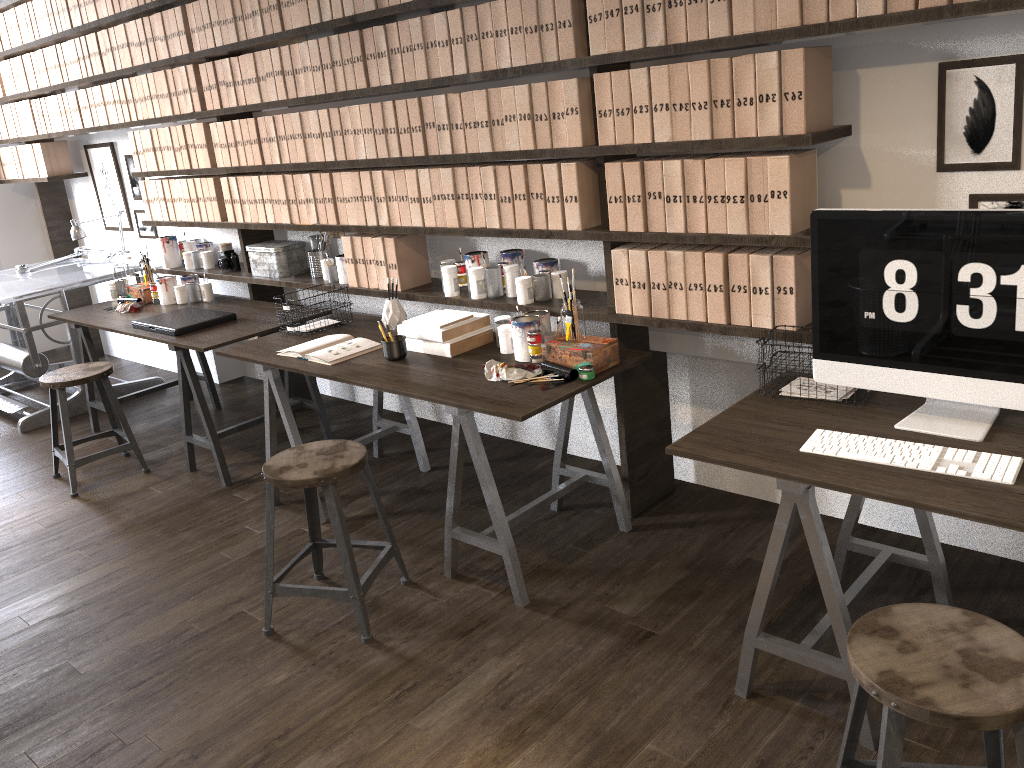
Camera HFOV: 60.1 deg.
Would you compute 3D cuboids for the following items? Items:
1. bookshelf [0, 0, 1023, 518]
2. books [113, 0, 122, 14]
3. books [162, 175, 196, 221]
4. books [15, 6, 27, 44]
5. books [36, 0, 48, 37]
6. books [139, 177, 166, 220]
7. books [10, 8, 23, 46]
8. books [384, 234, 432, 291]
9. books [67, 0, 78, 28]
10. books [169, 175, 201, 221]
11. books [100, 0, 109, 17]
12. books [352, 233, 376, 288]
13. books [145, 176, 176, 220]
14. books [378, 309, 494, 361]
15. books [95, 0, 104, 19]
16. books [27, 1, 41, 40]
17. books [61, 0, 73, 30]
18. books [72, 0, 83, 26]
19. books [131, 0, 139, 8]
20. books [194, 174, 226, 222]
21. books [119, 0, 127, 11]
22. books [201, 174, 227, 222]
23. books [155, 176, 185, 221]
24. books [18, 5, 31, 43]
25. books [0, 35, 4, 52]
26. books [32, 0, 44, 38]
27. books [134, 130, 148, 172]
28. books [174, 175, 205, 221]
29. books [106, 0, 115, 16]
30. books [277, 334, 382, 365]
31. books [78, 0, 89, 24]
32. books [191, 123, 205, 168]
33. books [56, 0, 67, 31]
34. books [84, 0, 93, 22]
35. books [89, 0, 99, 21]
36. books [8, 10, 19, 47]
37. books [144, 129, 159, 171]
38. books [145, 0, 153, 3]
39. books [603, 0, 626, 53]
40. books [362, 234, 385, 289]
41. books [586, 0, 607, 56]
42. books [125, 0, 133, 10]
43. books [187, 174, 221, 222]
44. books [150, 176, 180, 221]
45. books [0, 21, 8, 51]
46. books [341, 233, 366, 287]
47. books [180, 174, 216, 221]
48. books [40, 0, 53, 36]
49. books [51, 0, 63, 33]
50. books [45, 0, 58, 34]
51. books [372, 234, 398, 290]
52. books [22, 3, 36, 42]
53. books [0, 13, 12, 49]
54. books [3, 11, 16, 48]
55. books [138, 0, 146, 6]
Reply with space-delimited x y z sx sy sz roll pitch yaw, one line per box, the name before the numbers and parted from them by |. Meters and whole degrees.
bookshelf | -0.216 -0.487 3.648 9.213 3.165 0.377 10 22 42
books | -2.023 -2.077 4.685 0.067 0.223 0.176 8 21 42
books | -1.808 -1.024 4.878 0.067 0.223 0.176 8 21 42
books | -2.996 -2.254 5.569 0.067 0.222 0.176 8 21 42
books | -2.743 -2.207 5.337 0.067 0.223 0.176 8 21 42
books | -2.012 -1.059 5.057 0.067 0.223 0.176 8 21 42
books | -3.048 -2.262 5.610 0.067 0.223 0.176 8 21 42
books | -0.438 -0.520 3.733 0.067 0.223 0.176 8 21 42
books | -2.429 -2.152 5.056 0.067 0.223 0.176 8 21 42
books | -1.755 -1.015 4.832 0.067 0.223 0.176 8 21 42
books | -2.130 -2.095 4.780 0.067 0.222 0.176 8 21 42
books | -0.596 -0.549 3.875 0.067 0.223 0.176 8 21 42
books | -1.959 -1.052 5.015 0.067 0.222 0.176 8 21 42
books | -0.295 -0.193 3.243 0.295 0.145 0.389 10 23 41
books | -2.175 -2.104 4.823 0.067 0.222 0.176 8 21 42
books | -2.844 -2.227 5.431 0.067 0.223 0.176 8 21 42
books | -2.488 -2.160 5.103 0.067 0.223 0.176 8 21 42
books | -2.380 -2.141 5.005 0.067 0.223 0.176 8 21 42
books | -1.871 -2.047 4.540 0.067 0.223 0.176 8 21 42
books | -1.552 -0.977 4.644 0.067 0.222 0.176 8 21 42
books | -1.970 -2.068 4.640 0.067 0.223 0.176 8 21 42
books | -1.503 -0.969 4.602 0.067 0.222 0.176 8 21 42
books | -1.862 -1.032 4.922 0.067 0.223 0.176 8 21 42
books | -2.950 -2.245 5.526 0.067 0.222 0.176 8 21 42
books | -3.309 -2.310 5.849 0.067 0.223 0.176 8 21 42
books | -2.791 -2.218 5.386 0.067 0.223 0.176 8 21 42
books | -1.990 -1.307 4.945 0.067 0.222 0.176 8 21 42
books | -1.706 -1.005 4.783 0.067 0.223 0.176 8 21 42
books | -2.077 -2.085 4.730 0.067 0.223 0.176 8 21 42
books | -0.700 -0.141 3.400 0.356 0.029 0.258 10 24 42
books | -2.325 -2.132 4.961 0.067 0.223 0.176 8 21 42
books | -1.522 -1.222 4.521 0.067 0.222 0.176 8 21 42
books | -2.539 -2.172 5.156 0.067 0.222 0.176 8 21 42
books | -2.273 -2.123 4.913 0.067 0.223 0.176 8 21 42
books | -2.227 -2.112 4.864 0.067 0.223 0.176 8 21 42
books | -3.094 -2.273 5.659 0.067 0.223 0.176 8 21 42
books | -1.897 -1.289 4.856 0.067 0.223 0.176 8 21 42
books | -1.768 -2.030 4.452 0.067 0.222 0.176 8 21 42
books | 0.357 -1.133 2.709 0.067 0.223 0.176 8 21 42
books | -0.543 -0.539 3.827 0.067 0.223 0.176 8 21 42
books | 0.313 -1.143 2.755 0.067 0.222 0.176 8 21 42
books | -1.922 -2.057 4.591 0.067 0.223 0.176 8 21 42
books | -1.602 -0.984 4.684 0.067 0.223 0.176 8 21 42
books | -1.914 -1.043 4.972 0.067 0.222 0.176 8 21 42
books | -3.250 -2.302 5.802 0.067 0.223 0.176 8 21 42
books | -0.649 -0.556 3.916 0.067 0.223 0.176 8 21 42
books | -1.655 -0.994 4.732 0.067 0.223 0.176 8 21 42
books | -2.691 -2.197 5.286 0.067 0.223 0.176 8 21 42
books | -2.589 -2.180 5.198 0.067 0.222 0.176 8 21 42
books | -2.638 -2.187 5.237 0.067 0.223 0.176 8 21 42
books | -0.494 -0.528 3.777 0.067 0.223 0.176 8 21 42
books | -2.898 -2.235 5.476 0.067 0.223 0.176 8 21 42
books | -3.201 -2.291 5.752 0.067 0.223 0.176 8 21 42
books | -3.146 -2.282 5.707 0.067 0.223 0.176 8 21 42
books | -1.817 -2.037 4.491 0.067 0.223 0.176 8 21 42
